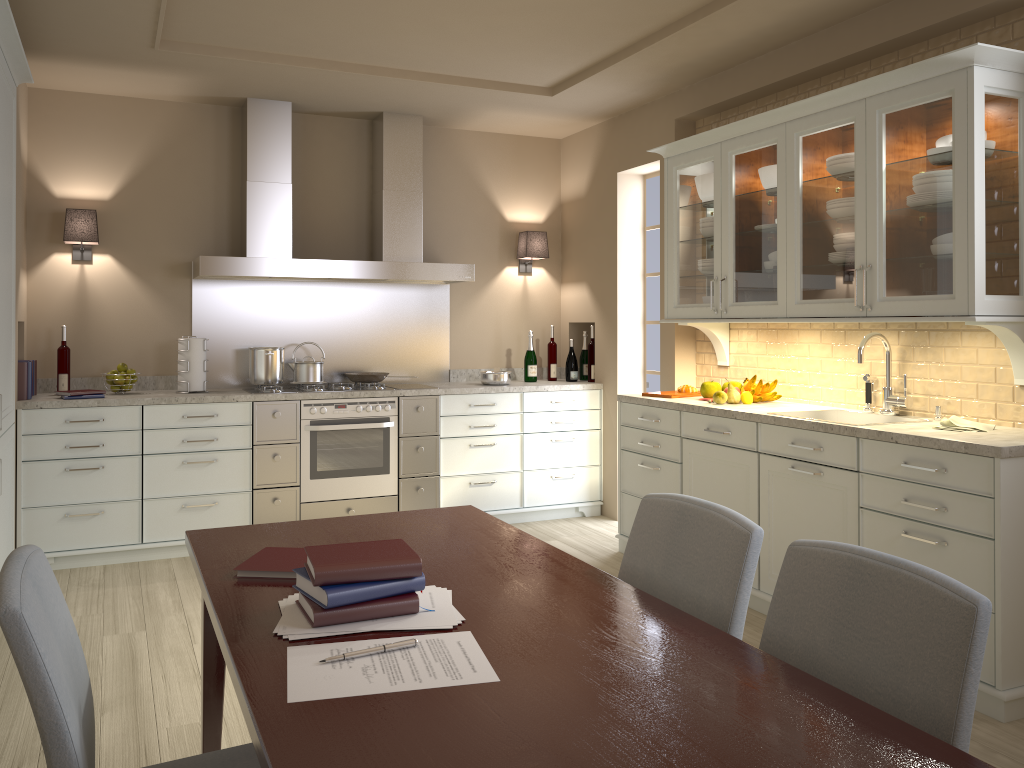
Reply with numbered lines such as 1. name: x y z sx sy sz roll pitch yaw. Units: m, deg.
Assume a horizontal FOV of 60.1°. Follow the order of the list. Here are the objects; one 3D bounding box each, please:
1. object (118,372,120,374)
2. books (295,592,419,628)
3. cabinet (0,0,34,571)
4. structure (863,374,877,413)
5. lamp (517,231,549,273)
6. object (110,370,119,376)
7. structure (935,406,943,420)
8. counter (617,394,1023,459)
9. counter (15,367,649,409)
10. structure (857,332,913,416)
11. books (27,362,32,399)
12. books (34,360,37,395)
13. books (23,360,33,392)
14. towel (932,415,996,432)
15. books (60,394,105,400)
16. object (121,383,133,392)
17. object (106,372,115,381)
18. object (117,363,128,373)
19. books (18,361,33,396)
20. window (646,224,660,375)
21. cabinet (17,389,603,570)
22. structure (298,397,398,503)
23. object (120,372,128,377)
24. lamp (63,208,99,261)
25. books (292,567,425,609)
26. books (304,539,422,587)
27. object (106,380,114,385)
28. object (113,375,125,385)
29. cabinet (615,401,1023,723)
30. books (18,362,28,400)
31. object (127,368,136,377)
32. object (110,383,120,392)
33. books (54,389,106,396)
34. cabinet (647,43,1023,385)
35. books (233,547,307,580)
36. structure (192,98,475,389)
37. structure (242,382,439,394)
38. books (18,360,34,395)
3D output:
1. object: -2.097 -0.038 4.717 0.054 0.048 0.055 -1 2 -31
2. books: -0.274 0.377 1.551 0.183 0.032 0.165 -2 4 -24
3. cabinet: -2.081 -0.191 3.027 0.612 2.340 2.345 0 1 -24
4. structure: 1.489 0.039 3.682 0.056 0.162 0.043 0 0 -24
5. lamp: 0.128 -0.868 5.811 0.169 0.258 0.192 0 1 -24
6. object: -2.096 -0.053 4.659 0.044 0.043 0.040 0 2 -10
7. structure: 1.634 0.112 3.384 0.029 0.056 0.029 0 0 31
8. counter: 1.242 0.132 3.742 0.523 0.035 2.201 -2 4 -24
9. counter: -0.997 0.002 5.103 3.845 0.114 0.579 -2 4 -24
10. structure: 1.472 -0.039 3.537 0.211 0.337 0.141 0 0 -15
11. books: -2.430 -0.015 4.302 0.164 0.183 0.032 -1 0 -24
12. books: -2.543 -0.031 4.560 0.164 0.183 0.032 -1 0 -24
13. books: -2.529 -0.027 4.497 0.164 0.183 0.032 -1 0 -24
14. towel: 1.578 0.141 3.078 0.171 0.050 0.164 -3 4 -38
15. books: -2.148 0.061 4.418 0.183 0.017 0.165 -3 5 -34
16. object: -2.035 0.012 4.672 0.059 0.056 0.061 1 2 21
17. object: -2.095 -0.038 4.616 0.047 0.048 0.048 1 2 28
18. object: -2.062 -0.085 4.681 0.055 0.056 0.055 -1 2 -24
19. books: -2.489 -0.023 4.415 0.164 0.182 0.092 -1 1 -24
20. window: 0.904 -0.347 5.212 0.010 1.199 0.409 0 0 -24
21. cabinet: -1.009 0.444 5.106 3.206 0.794 0.643 -2 2 -24
22. structure: -0.990 0.384 5.079 0.541 0.696 0.580 -1 1 -24
23. object: -2.044 -0.047 4.656 0.040 0.038 0.040 1 2 37
24. lamp: -2.294 -0.795 4.715 0.169 0.258 0.192 0 1 -24
25. books: -0.271 0.344 1.554 0.183 0.032 0.165 -2 4 -34
26. books: -0.266 0.312 1.557 0.183 0.032 0.165 -1 4 -19
27. object: -2.116 -0.020 4.674 0.053 0.055 0.054 1 2 30
28. object: -2.052 -0.021 4.623 0.058 0.058 0.058 1 2 33
29. cabinet: 1.284 0.534 3.746 0.638 0.793 2.222 -1 3 -24
30. books: -2.431 -0.012 4.266 0.164 0.183 0.032 -1 0 -24
31. object: -2.005 -0.059 4.658 0.047 0.045 0.047 -1 2 -24
32. object: -2.084 0.019 4.645 0.048 0.048 0.048 0 2 -13
33. books: -2.162 0.043 4.427 0.164 0.017 0.183 3 5 36
34. cabinet: 1.279 -0.598 3.784 0.411 1.112 1.931 0 2 -24
35. books: -0.439 0.370 1.836 0.215 0.017 0.194 0 4 6
36. structure: -1.019 -0.795 5.153 1.559 1.680 0.447 -1 0 -24
37. structure: -0.973 0.012 5.050 1.048 0.031 0.399 -2 4 -24
38. books: -2.540 -0.030 4.527 0.164 0.183 0.032 -1 0 -24
